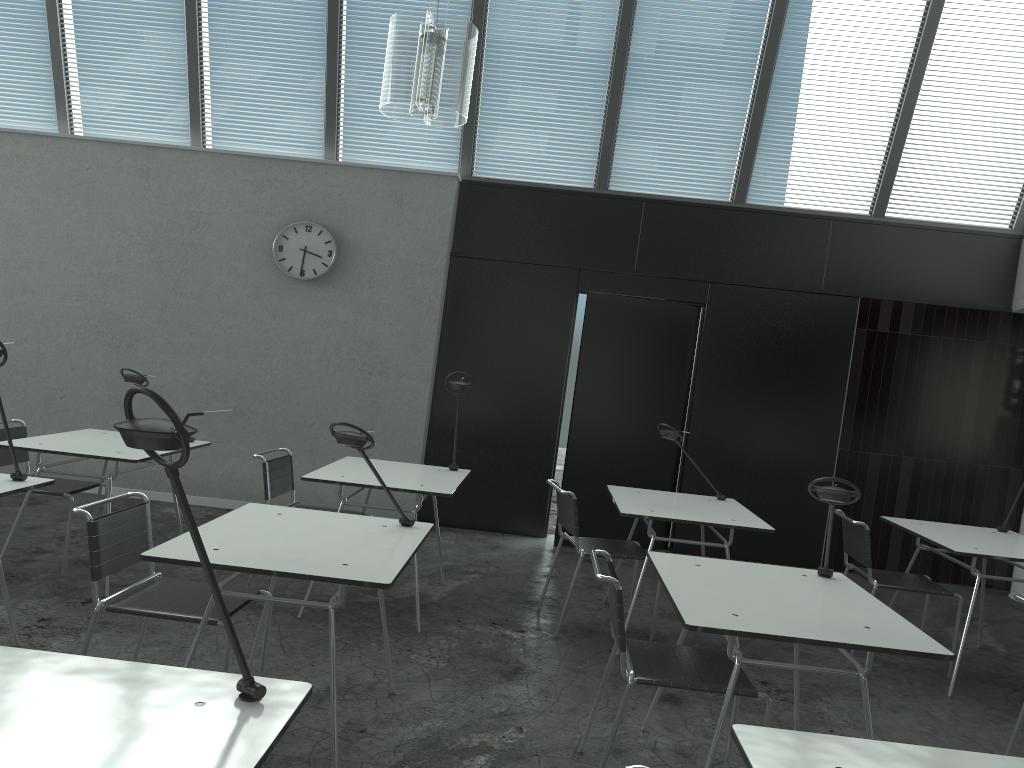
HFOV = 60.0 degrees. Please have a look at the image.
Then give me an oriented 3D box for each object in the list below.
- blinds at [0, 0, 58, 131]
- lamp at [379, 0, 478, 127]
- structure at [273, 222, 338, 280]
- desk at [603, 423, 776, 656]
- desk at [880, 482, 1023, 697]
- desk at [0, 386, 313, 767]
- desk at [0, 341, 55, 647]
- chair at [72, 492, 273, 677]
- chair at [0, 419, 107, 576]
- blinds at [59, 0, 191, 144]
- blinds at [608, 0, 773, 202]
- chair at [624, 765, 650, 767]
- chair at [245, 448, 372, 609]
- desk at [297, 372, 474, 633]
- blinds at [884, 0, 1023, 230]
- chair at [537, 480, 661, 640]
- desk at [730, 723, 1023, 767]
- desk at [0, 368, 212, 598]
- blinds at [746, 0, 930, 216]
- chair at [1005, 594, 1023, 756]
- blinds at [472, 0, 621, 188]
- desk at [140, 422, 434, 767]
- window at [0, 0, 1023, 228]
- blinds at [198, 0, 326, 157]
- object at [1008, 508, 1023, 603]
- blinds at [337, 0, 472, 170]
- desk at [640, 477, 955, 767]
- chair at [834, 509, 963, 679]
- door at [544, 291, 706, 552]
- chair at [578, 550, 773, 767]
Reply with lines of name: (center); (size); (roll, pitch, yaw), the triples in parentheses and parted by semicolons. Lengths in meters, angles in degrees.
blinds: (-3.622, -3.528, 5.951); (0.889, 2.949, 1.094); (7, 2, 2)
lamp: (-0.197, -2.636, 3.585); (0.359, 2.848, 0.350); (7, 2, 2)
structure: (-1.450, -1.036, 6.228); (0.446, 0.446, 0.077); (7, 2, 2)
desk: (0.834, 0.813, 4.424); (0.700, 1.153, 0.900); (7, 2, 2)
desk: (2.308, 0.905, 4.337); (0.700, 1.321, 0.900); (7, 2, 2)
desk: (-0.738, 0.651, 1.221); (0.700, 1.321, 0.900); (7, 2, 2)
desk: (-2.096, 0.433, 2.928); (0.700, 1.321, 0.900); (7, 2, 2)
chair: (-1.110, 0.829, 2.883); (0.555, 0.765, 0.428); (7, 2, 4)
chair: (-2.406, 0.622, 4.497); (0.555, 0.765, 0.428); (7, 2, 1)
blinds: (-2.641, -3.412, 5.918); (0.889, 2.949, 1.094); (7, 2, 2)
blinds: (1.283, -2.945, 5.787); (0.889, 2.949, 1.094); (7, 2, 2)
chair: (0.396, 1.063, 1.197); (0.555, 0.765, 0.428); (7, 2, -2)
chair: (-1.018, 0.786, 4.468); (0.555, 0.765, 0.428); (7, 2, 5)
desk: (-0.601, 0.558, 4.467); (0.700, 1.321, 0.900); (7, 2, 3)
blinds: (3.249, -2.727, 5.715); (0.889, 2.982, 1.106); (7, 2, 2)
chair: (0.427, 0.959, 4.411); (0.555, 0.765, 0.428); (6, 2, -10)
desk: (0.725, 0.908, 1.222); (0.700, 1.153, 0.900); (7, 2, 2)
desk: (-2.044, 0.472, 4.488); (0.700, 1.153, 0.900); (7, 2, 2)
blinds: (2.267, -2.844, 5.747); (0.889, 2.982, 1.106); (7, 2, 2)
chair: (1.875, 1.185, 2.758); (0.555, 0.765, 0.428); (7, 2, 1)
blinds: (0.304, -3.061, 5.820); (0.889, 2.949, 1.094); (7, 2, 2)
desk: (-0.671, 0.688, 2.858); (0.700, 1.153, 0.900); (7, 2, 2)
window: (-2.637, -3.445, 5.945); (12.775, 3.101, 1.144); (7, 2, 2)
blinds: (-1.660, -3.295, 5.885); (0.889, 2.949, 1.094); (7, 2, 2)
object: (3.766, 0.694, 6.050); (0.436, 1.967, 0.436); (6, 2, -8)
blinds: (-0.677, -3.178, 5.853); (0.889, 2.949, 1.094); (7, 2, 2)
desk: (0.799, 0.865, 2.745); (0.700, 1.153, 0.900); (7, 2, 2)
chair: (1.857, 1.128, 4.374); (0.555, 0.765, 0.428); (7, 2, 3)
door: (0.816, 0.308, 6.380); (0.940, 2.020, 0.365); (7, 2, 2)
chair: (0.481, 1.021, 2.749); (0.555, 0.765, 0.428); (7, 2, 2)
